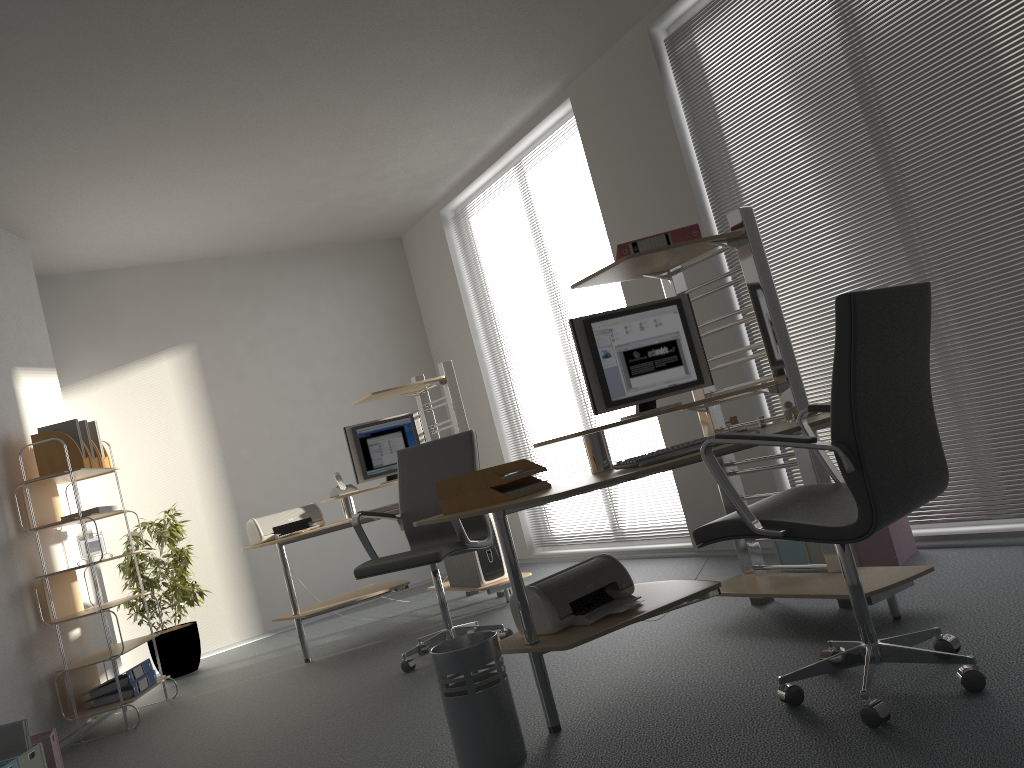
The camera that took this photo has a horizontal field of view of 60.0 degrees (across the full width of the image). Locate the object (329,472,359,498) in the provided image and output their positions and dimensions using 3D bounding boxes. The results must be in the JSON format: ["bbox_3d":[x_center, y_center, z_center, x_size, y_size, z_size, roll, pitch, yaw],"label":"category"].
[{"bbox_3d":[-1.085,0.630,5.641,0.150,0.151,0.119,-11,-6,-45],"label":"object"}]

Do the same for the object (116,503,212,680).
[{"bbox_3d":[-2.347,1.410,6.041,0.544,1.147,0.644,-15,-4,-2],"label":"object"}]

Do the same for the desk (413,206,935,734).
[{"bbox_3d":[0.480,0.211,3.060,1.469,1.566,0.967,-12,-5,-30],"label":"desk"}]

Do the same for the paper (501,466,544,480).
[{"bbox_3d":[-0.067,0.331,3.015,0.297,0.010,0.210,-18,-5,38],"label":"paper"}]

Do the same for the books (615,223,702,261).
[{"bbox_3d":[0.573,-0.534,3.526,0.320,0.072,0.262,-15,-4,2],"label":"books"}]

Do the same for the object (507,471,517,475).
[{"bbox_3d":[-0.002,0.303,2.980,0.008,0.009,0.159,-16,-4,15],"label":"object"}]

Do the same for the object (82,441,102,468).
[{"bbox_3d":[-2.493,0.392,5.026,0.243,0.259,0.113,-15,-4,-3],"label":"object"}]

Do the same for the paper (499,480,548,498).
[{"bbox_3d":[-0.054,0.381,3.012,0.297,0.019,0.210,-18,-5,38],"label":"paper"}]

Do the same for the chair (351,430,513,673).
[{"bbox_3d":[-0.405,0.815,4.404,0.584,1.048,0.652,-17,-5,25],"label":"chair"}]

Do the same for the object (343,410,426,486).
[{"bbox_3d":[-0.819,0.438,5.858,0.516,0.418,0.245,-14,-4,-16],"label":"object"}]

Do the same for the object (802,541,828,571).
[{"bbox_3d":[1.502,0.737,4.094,0.245,0.202,0.185,-12,-5,-30],"label":"object"}]

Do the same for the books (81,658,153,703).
[{"bbox_3d":[-2.159,1.620,4.861,0.263,0.100,0.320,-15,-4,-2],"label":"books"}]

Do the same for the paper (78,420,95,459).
[{"bbox_3d":[-2.500,0.375,5.048,0.213,0.297,0.045,-15,-4,-3],"label":"paper"}]

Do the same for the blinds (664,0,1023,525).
[{"bbox_3d":[1.649,-0.748,3.924,0.022,2.770,1.950,-12,-5,-30],"label":"blinds"}]

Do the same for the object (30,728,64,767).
[{"bbox_3d":[-2.143,1.683,3.922,0.245,0.202,0.185,-13,-5,-22],"label":"object"}]

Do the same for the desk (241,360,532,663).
[{"bbox_3d":[-0.849,0.745,5.460,1.469,1.566,0.967,-12,-5,-30],"label":"desk"}]

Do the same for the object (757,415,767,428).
[{"bbox_3d":[0.942,0.141,3.350,0.022,0.042,0.134,-16,-4,12],"label":"object"}]

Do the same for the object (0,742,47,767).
[{"bbox_3d":[-2.106,1.656,3.700,0.245,0.202,0.185,-14,-4,-4],"label":"object"}]

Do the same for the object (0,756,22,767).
[{"bbox_3d":[-2.097,1.640,3.516,0.245,0.202,0.185,-14,-4,-4],"label":"object"}]

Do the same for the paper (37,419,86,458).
[{"bbox_3d":[-2.494,0.364,4.924,0.213,0.297,0.045,-14,-4,-5],"label":"paper"}]

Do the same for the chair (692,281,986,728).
[{"bbox_3d":[0.896,0.324,2.464,0.584,1.048,0.652,-11,-6,-44],"label":"chair"}]

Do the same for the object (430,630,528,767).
[{"bbox_3d":[-0.099,0.956,2.653,0.208,0.377,0.208,-16,-4,13],"label":"object"}]

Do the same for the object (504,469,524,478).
[{"bbox_3d":[0.007,0.298,2.952,0.008,0.009,0.159,-17,-5,23],"label":"object"}]

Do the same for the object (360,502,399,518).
[{"bbox_3d":[-0.806,0.807,5.588,0.478,0.082,0.814,-13,-5,-23],"label":"object"}]

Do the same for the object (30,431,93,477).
[{"bbox_3d":[-2.486,0.381,4.903,0.243,0.259,0.113,-14,-4,-5],"label":"object"}]

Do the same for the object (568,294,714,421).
[{"bbox_3d":[0.501,-0.092,3.479,0.516,0.418,0.245,-14,-4,-9],"label":"object"}]

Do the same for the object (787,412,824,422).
[{"bbox_3d":[1.052,0.107,3.190,0.132,0.026,0.132,-12,-5,-30],"label":"object"}]

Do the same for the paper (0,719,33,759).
[{"bbox_3d":[-2.124,1.590,3.720,0.220,0.306,0.068,-14,-4,-4],"label":"paper"}]

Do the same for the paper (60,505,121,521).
[{"bbox_3d":[-2.387,0.738,5.037,0.213,0.046,0.297,-14,-4,-3],"label":"paper"}]

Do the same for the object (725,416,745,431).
[{"bbox_3d":[0.841,0.158,3.377,0.054,0.064,0.159,-17,-5,26],"label":"object"}]

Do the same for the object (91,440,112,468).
[{"bbox_3d":[-2.492,0.401,5.150,0.243,0.259,0.113,-15,-4,0],"label":"object"}]

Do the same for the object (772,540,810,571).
[{"bbox_3d":[1.414,0.773,4.254,0.245,0.202,0.185,-12,-5,-30],"label":"object"}]

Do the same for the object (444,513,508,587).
[{"bbox_3d":[-0.259,1.051,5.628,0.199,0.422,0.471,-12,-5,-30],"label":"object"}]

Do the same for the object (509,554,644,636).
[{"bbox_3d":[0.260,0.698,2.997,0.351,0.162,0.438,-19,-6,44],"label":"object"}]

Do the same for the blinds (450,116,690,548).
[{"bbox_3d":[0.315,-0.213,6.329,0.037,2.749,1.950,-12,-5,-30],"label":"blinds"}]

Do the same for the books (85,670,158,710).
[{"bbox_3d":[-2.136,1.670,4.857,0.262,0.072,0.320,-15,-4,-2],"label":"books"}]

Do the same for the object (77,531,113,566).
[{"bbox_3d":[-2.328,0.906,4.921,0.077,0.161,0.192,-16,-4,15],"label":"object"}]

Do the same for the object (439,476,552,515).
[{"bbox_3d":[-0.058,0.369,3.013,0.309,0.060,0.225,-18,-5,38],"label":"object"}]

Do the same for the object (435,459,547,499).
[{"bbox_3d":[-0.072,0.315,3.017,0.309,0.060,0.225,-18,-5,38],"label":"object"}]

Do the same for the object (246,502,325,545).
[{"bbox_3d":[-1.358,0.845,5.436,0.438,0.162,0.351,-11,-5,-39],"label":"object"}]

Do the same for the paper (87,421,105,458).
[{"bbox_3d":[-2.498,0.384,5.172,0.213,0.297,0.045,-15,-4,0],"label":"paper"}]

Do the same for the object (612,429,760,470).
[{"bbox_3d":[0.483,0.283,3.183,0.478,0.082,0.814,-13,-5,-23],"label":"object"}]

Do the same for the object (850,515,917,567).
[{"bbox_3d":[1.632,0.689,3.915,0.185,0.202,0.245,-18,-6,41],"label":"object"}]

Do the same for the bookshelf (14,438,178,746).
[{"bbox_3d":[-2.304,1.087,4.914,0.381,1.572,0.724,-15,-4,-3],"label":"bookshelf"}]
